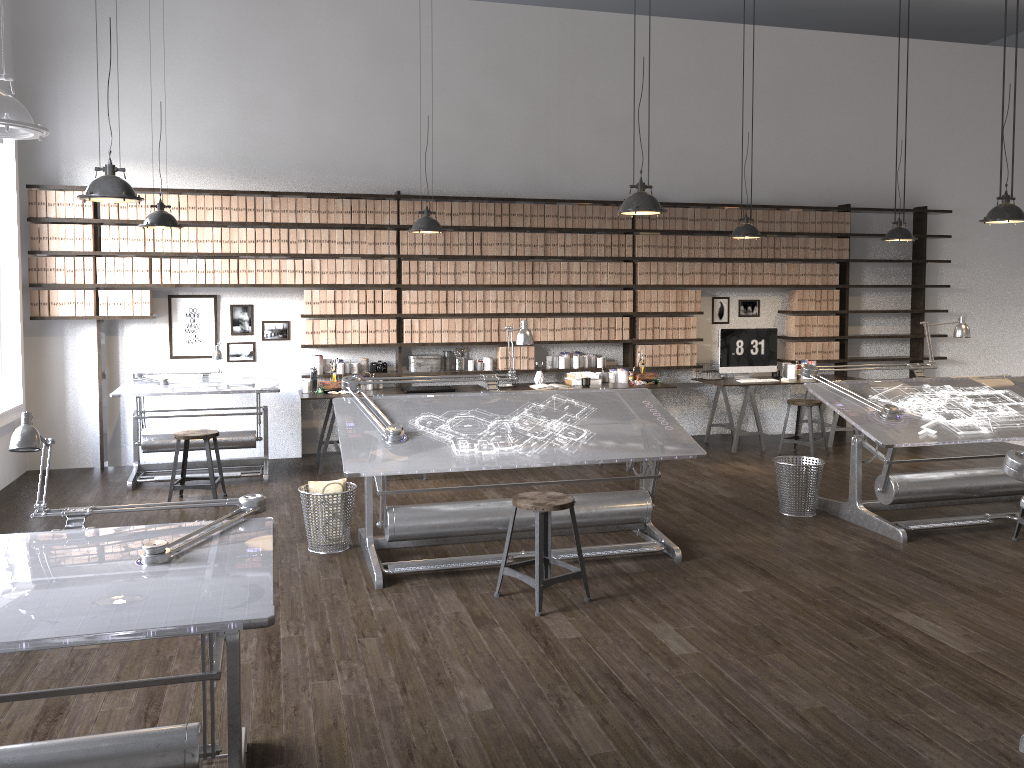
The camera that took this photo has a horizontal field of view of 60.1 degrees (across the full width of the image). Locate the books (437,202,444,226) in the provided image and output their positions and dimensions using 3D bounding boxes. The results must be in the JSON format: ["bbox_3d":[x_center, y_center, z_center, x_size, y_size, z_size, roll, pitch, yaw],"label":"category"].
[{"bbox_3d":[-0.688,-1.597,8.340,0.067,0.225,0.175,-1,4,-15],"label":"books"}]

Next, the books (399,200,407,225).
[{"bbox_3d":[-1.024,-1.587,8.249,0.067,0.225,0.175,-1,4,-15],"label":"books"}]

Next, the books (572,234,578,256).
[{"bbox_3d":[0.588,-1.358,8.701,0.067,0.225,0.175,-1,4,-15],"label":"books"}]

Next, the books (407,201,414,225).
[{"bbox_3d":[-0.962,-1.589,8.261,0.067,0.225,0.175,-1,4,-15],"label":"books"}]

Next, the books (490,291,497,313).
[{"bbox_3d":[-0.199,-0.785,8.516,0.067,0.225,0.175,-1,4,-15],"label":"books"}]

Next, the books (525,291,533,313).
[{"bbox_3d":[0.144,-0.795,8.606,0.067,0.225,0.175,-1,4,-15],"label":"books"}]

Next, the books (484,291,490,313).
[{"bbox_3d":[-0.260,-0.784,8.501,0.067,0.225,0.175,-1,4,-15],"label":"books"}]

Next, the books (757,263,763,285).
[{"bbox_3d":[2.546,-1.147,9.246,0.067,0.225,0.175,-1,4,-15],"label":"books"}]

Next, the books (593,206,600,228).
[{"bbox_3d":[0.803,-1.640,8.742,0.067,0.225,0.175,-1,4,-15],"label":"books"}]

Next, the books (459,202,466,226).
[{"bbox_3d":[-0.490,-1.603,8.394,0.067,0.225,0.175,-1,4,-15],"label":"books"}]

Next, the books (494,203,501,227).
[{"bbox_3d":[-0.155,-1.613,8.486,0.067,0.225,0.175,-1,4,-15],"label":"books"}]

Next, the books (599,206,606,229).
[{"bbox_3d":[0.863,-1.642,8.760,0.067,0.225,0.175,-1,4,-15],"label":"books"}]

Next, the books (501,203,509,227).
[{"bbox_3d":[-0.082,-1.614,8.500,0.067,0.225,0.175,-1,4,-15],"label":"books"}]

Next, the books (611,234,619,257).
[{"bbox_3d":[0.996,-1.370,8.807,0.067,0.225,0.175,-1,4,-15],"label":"books"}]

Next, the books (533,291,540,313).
[{"bbox_3d":[0.214,-0.797,8.625,0.067,0.225,0.175,-1,4,-15],"label":"books"}]

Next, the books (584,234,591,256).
[{"bbox_3d":[0.717,-1.362,8.737,0.067,0.225,0.175,-1,4,-15],"label":"books"}]

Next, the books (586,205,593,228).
[{"bbox_3d":[0.733,-1.638,8.721,0.067,0.225,0.175,-1,4,-15],"label":"books"}]

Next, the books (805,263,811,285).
[{"bbox_3d":[3.092,-1.163,9.391,0.067,0.225,0.175,-1,4,-15],"label":"books"}]

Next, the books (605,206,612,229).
[{"bbox_3d":[0.929,-1.644,8.773,0.067,0.225,0.175,-1,4,-15],"label":"books"}]

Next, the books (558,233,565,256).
[{"bbox_3d":[0.458,-1.354,8.662,0.067,0.225,0.175,-1,4,-15],"label":"books"}]

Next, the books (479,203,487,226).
[{"bbox_3d":[-0.292,-1.609,8.449,0.067,0.225,0.175,-1,4,-15],"label":"books"}]

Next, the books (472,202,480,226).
[{"bbox_3d":[-0.361,-1.607,8.430,0.067,0.225,0.175,-1,4,-15],"label":"books"}]

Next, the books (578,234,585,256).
[{"bbox_3d":[0.654,-1.360,8.713,0.067,0.225,0.175,-1,4,-15],"label":"books"}]

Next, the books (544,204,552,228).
[{"bbox_3d":[0.329,-1.627,8.615,0.067,0.225,0.175,-1,4,-15],"label":"books"}]

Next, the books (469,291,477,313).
[{"bbox_3d":[-0.390,-0.780,8.468,0.067,0.225,0.175,-1,4,-15],"label":"books"}]

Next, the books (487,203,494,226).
[{"bbox_3d":[-0.223,-1.610,8.463,0.067,0.225,0.175,-1,4,-15],"label":"books"}]

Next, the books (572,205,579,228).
[{"bbox_3d":[0.597,-1.635,8.690,0.067,0.225,0.175,-1,4,-15],"label":"books"}]

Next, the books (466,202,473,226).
[{"bbox_3d":[-0.424,-1.604,8.407,0.067,0.225,0.175,-1,4,-15],"label":"books"}]

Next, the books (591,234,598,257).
[{"bbox_3d":[0.785,-1.364,8.755,0.067,0.225,0.175,-1,4,-15],"label":"books"}]

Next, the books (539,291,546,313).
[{"bbox_3d":[0.274,-0.799,8.645,0.067,0.225,0.175,-1,4,-15],"label":"books"}]

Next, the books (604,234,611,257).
[{"bbox_3d":[0.922,-1.368,8.793,0.067,0.225,0.175,-1,4,-15],"label":"books"}]

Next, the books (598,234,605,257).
[{"bbox_3d":[0.855,-1.366,8.770,0.067,0.225,0.175,-1,4,-15],"label":"books"}]

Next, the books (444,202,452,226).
[{"bbox_3d":[-0.620,-1.599,8.355,0.067,0.225,0.175,-1,4,-15],"label":"books"}]

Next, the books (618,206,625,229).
[{"bbox_3d":[1.061,-1.648,8.815,0.067,0.225,0.175,-1,4,-15],"label":"books"}]

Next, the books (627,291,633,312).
[{"bbox_3d":[1.150,-0.824,8.878,0.067,0.225,0.175,-1,4,-15],"label":"books"}]

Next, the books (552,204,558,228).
[{"bbox_3d":[0.392,-1.628,8.627,0.067,0.225,0.175,-1,4,-15],"label":"books"}]

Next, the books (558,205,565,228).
[{"bbox_3d":[0.461,-1.630,8.646,0.067,0.225,0.175,-1,4,-15],"label":"books"}]

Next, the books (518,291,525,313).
[{"bbox_3d":[0.073,-0.793,8.590,0.067,0.225,0.175,-1,4,-15],"label":"books"}]

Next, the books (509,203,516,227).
[{"bbox_3d":[-0.011,-1.617,8.525,0.067,0.225,0.175,-1,4,-15],"label":"books"}]

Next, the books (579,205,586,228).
[{"bbox_3d":[0.665,-1.637,8.707,0.067,0.225,0.175,-1,4,-15],"label":"books"}]

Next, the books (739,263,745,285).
[{"bbox_3d":[2.343,-1.141,9.185,0.067,0.225,0.175,-1,4,-15],"label":"books"}]

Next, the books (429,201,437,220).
[{"bbox_3d":[-0.756,-1.596,8.324,0.067,0.225,0.175,-1,4,-15],"label":"books"}]

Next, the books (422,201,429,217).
[{"bbox_3d":[-0.823,-1.593,8.302,0.067,0.225,0.175,-1,4,-15],"label":"books"}]

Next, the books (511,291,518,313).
[{"bbox_3d":[0.005,-0.792,8.576,0.067,0.225,0.175,-1,4,-15],"label":"books"}]

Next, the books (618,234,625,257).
[{"bbox_3d":[1.066,-1.372,8.832,0.067,0.225,0.175,-1,4,-15],"label":"books"}]

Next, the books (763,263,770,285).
[{"bbox_3d":[2.619,-1.150,9.264,0.067,0.225,0.175,-1,4,-15],"label":"books"}]

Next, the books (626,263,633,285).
[{"bbox_3d":[1.146,-1.101,8.867,0.067,0.225,0.175,-1,4,-15],"label":"books"}]

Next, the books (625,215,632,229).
[{"bbox_3d":[1.130,-1.650,8.829,0.067,0.225,0.175,-1,4,-15],"label":"books"}]

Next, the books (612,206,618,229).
[{"bbox_3d":[0.992,-1.646,8.796,0.067,0.225,0.175,-1,4,-15],"label":"books"}]

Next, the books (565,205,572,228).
[{"bbox_3d":[0.530,-1.632,8.668,0.067,0.225,0.175,-1,4,-15],"label":"books"}]

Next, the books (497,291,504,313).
[{"bbox_3d":[-0.129,-0.787,8.533,0.067,0.225,0.175,-1,4,-15],"label":"books"}]

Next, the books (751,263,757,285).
[{"bbox_3d":[2.478,-1.146,9.229,0.067,0.225,0.175,-1,4,-15],"label":"books"}]

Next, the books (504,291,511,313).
[{"bbox_3d":[-0.062,-0.790,8.556,0.067,0.225,0.175,-1,4,-15],"label":"books"}]

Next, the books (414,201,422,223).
[{"bbox_3d":[-0.892,-1.591,8.280,0.067,0.225,0.175,-1,4,-15],"label":"books"}]

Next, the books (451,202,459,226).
[{"bbox_3d":[-0.550,-1.601,8.376,0.067,0.225,0.175,-1,4,-15],"label":"books"}]

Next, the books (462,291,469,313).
[{"bbox_3d":[-0.459,-0.778,8.449,0.067,0.225,0.175,-1,4,-15],"label":"books"}]
